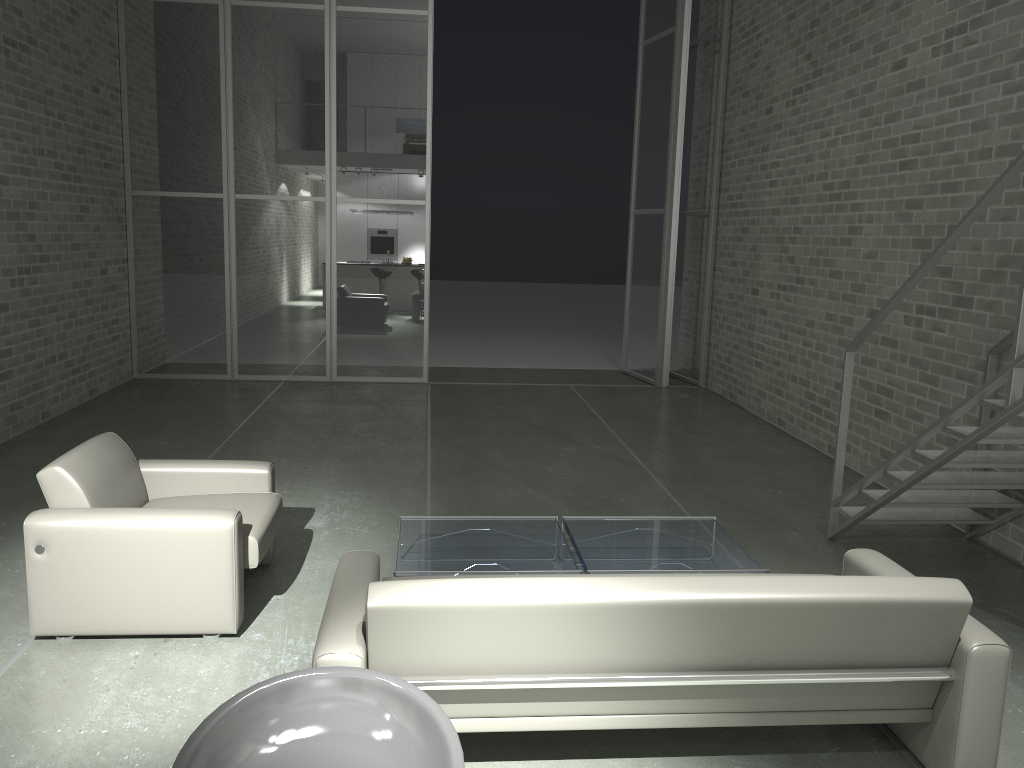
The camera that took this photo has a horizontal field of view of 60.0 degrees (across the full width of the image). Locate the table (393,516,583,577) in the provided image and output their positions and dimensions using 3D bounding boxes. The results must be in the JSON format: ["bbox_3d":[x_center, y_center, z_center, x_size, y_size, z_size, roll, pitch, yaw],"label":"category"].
[{"bbox_3d":[-0.138,0.876,4.216,0.820,0.270,0.800,1,10,-5],"label":"table"}]

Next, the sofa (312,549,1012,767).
[{"bbox_3d":[0.435,0.866,3.042,2.114,0.717,0.902,1,10,-5],"label":"sofa"}]

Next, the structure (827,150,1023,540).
[{"bbox_3d":[2.550,-0.811,2.771,0.902,4.246,4.345,1,10,-5],"label":"structure"}]

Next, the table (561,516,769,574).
[{"bbox_3d":[0.696,0.888,4.295,0.820,0.270,0.800,1,10,-5],"label":"table"}]

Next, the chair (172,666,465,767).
[{"bbox_3d":[-0.317,1.004,1.444,0.457,0.931,0.464,3,10,8],"label":"chair"}]

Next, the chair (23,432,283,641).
[{"bbox_3d":[-1.550,0.633,4.049,0.910,0.717,0.963,1,10,-5],"label":"chair"}]
